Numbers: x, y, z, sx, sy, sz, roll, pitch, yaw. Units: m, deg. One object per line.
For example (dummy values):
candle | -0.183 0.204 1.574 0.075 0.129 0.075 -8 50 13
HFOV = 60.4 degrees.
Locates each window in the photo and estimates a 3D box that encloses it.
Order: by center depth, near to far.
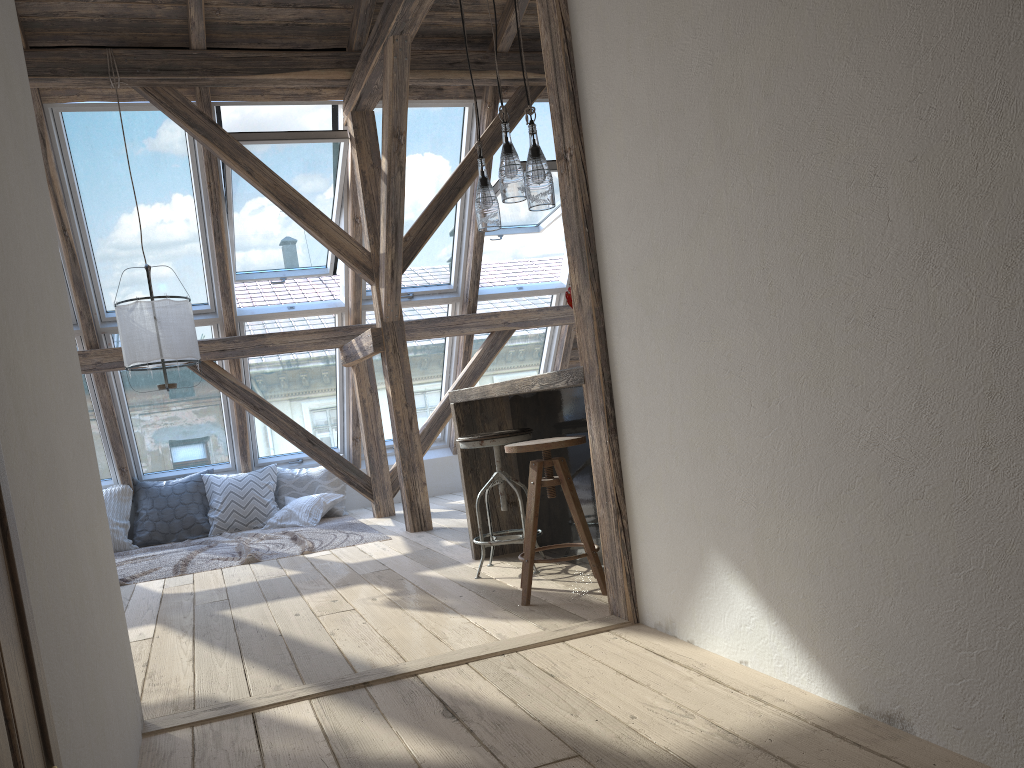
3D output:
window | -3.282 -0.972 5.471 0.850 1.289 1.094 -9 3 -20
window | -2.425 -1.078 5.773 0.850 1.289 1.094 -9 3 -20
window | -1.585 -1.181 6.121 0.850 1.288 1.404 -9 3 -20
window | -0.711 -1.290 6.376 0.850 1.289 1.094 -9 3 -20
window | -3.469 0.275 6.532 0.850 1.289 1.094 -9 3 -20
window | 0.125 -1.393 6.736 0.850 1.287 1.519 -9 2 -20
window | -2.612 0.169 6.834 0.850 1.289 1.094 -9 3 -20
window | -1.755 0.063 7.136 0.850 1.289 1.094 -9 3 -20
window | -0.898 -0.043 7.438 0.850 1.289 1.094 -9 3 -20
window | -0.041 -0.149 7.740 0.850 1.289 1.094 -9 3 -20

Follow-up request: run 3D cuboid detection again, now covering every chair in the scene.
chair | 0.165 0.516 3.422 0.341 0.601 0.337 -7 4 0
chair | -0.037 0.533 4.002 0.355 0.643 0.349 -6 5 14

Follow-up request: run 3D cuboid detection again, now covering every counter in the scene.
counter | 0.678 0.353 5.066 2.228 0.859 3.812 -7 -1 -20

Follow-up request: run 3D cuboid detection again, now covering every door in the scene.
door | -0.584 -0.176 0.768 0.081 2.091 0.838 -10 6 -20

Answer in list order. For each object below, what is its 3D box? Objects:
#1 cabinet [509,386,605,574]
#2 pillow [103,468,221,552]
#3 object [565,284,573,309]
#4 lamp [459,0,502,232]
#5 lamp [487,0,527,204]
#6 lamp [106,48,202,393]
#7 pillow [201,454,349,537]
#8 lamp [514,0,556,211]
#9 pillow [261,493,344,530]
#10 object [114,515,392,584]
cabinet | 0.707 -0.493 4.810 2.080 2.528 4.213 -9 1 -20
pillow | -2.970 1.017 6.927 1.265 0.569 0.466 -7 3 -18
object | 0.342 -0.281 3.025 0.313 0.419 0.248 -7 4 13
lamp | -0.235 -1.322 3.828 0.224 1.301 0.107 -9 6 -17
lamp | -0.132 -1.365 3.555 0.239 1.250 0.107 -8 6 -7
lamp | -2.090 -0.908 4.941 0.409 1.914 0.394 -5 6 21
pillow | -1.926 0.916 7.250 1.149 0.539 0.499 -7 3 -14
lamp | -0.026 -1.332 3.265 0.224 1.355 0.108 -9 6 -17
pillow | -1.673 1.020 7.009 0.539 0.244 0.470 -7 0 22
object | -2.596 1.194 6.049 3.168 0.057 2.187 -7 -1 -19
